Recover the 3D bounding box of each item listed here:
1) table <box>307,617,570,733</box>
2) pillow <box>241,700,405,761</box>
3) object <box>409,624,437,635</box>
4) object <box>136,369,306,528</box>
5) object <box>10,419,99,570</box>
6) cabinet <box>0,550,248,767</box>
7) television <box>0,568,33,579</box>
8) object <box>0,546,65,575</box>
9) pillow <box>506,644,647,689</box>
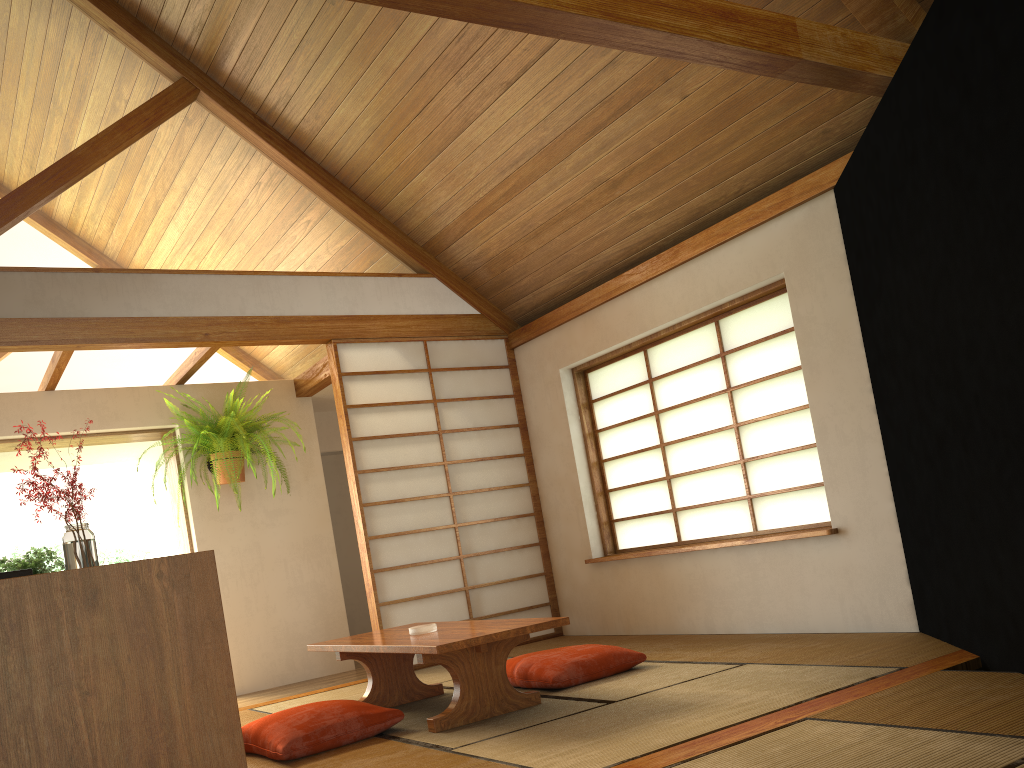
[{"bbox_3d":[-0.345,1.223,3.725,0.561,0.333,1.304,-4,-11,-34],"label":"table"},{"bbox_3d":[-0.793,1.350,3.474,0.517,0.147,0.612,-2,-13,-38],"label":"pillow"},{"bbox_3d":[-0.377,1.039,3.708,0.129,0.030,0.111,-15,-11,30],"label":"object"},{"bbox_3d":[-1.964,0.447,6.194,1.183,1.116,1.148,-4,-9,-39],"label":"object"},{"bbox_3d":[-1.319,0.333,2.546,0.223,0.495,0.242,-8,-5,-27],"label":"object"},{"bbox_3d":[-1.612,1.093,3.005,0.519,0.730,2.874,-6,-10,-35],"label":"cabinet"},{"bbox_3d":[-1.617,0.921,3.028,0.457,0.533,0.694,-6,-8,-33],"label":"television"},{"bbox_3d":[-2.217,0.925,3.981,0.522,0.372,0.553,-12,-8,17],"label":"object"},{"bbox_3d":[0.222,1.299,4.055,0.519,0.130,0.609,-3,-12,-33],"label":"pillow"}]
